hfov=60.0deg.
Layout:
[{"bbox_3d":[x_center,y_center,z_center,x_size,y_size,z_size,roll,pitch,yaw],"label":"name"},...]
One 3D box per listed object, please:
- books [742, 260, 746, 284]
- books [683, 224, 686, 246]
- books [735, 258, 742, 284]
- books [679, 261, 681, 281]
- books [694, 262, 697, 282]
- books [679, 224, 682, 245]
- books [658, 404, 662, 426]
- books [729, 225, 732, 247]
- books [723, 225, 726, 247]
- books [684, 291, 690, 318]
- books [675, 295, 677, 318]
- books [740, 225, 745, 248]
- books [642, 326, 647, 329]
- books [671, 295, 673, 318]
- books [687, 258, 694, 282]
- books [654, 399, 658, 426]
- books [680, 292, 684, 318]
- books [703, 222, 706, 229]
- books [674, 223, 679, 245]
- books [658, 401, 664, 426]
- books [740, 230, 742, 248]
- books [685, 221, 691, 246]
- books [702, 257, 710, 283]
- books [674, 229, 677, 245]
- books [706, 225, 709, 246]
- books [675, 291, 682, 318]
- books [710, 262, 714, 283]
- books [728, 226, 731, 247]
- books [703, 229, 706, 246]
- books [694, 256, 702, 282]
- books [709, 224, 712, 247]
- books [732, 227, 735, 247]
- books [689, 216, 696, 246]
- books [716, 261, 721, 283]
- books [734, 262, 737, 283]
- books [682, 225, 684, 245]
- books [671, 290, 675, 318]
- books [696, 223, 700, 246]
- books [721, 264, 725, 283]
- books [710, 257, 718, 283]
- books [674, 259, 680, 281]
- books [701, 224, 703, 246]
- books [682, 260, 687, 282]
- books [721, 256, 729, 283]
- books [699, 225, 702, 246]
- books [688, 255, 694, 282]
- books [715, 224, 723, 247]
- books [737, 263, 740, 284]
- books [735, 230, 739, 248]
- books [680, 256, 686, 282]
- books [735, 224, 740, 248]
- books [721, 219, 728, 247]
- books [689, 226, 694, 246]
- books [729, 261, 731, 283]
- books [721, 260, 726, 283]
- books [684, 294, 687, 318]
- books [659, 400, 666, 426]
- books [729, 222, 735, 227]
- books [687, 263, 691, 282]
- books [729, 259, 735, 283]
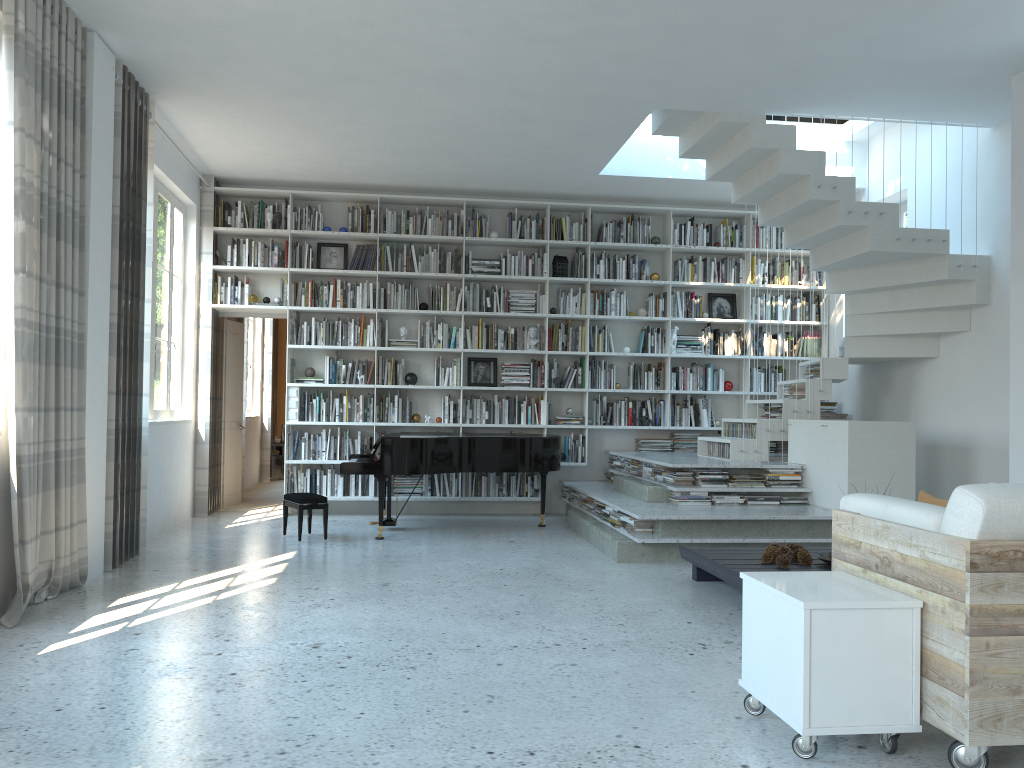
[{"bbox_3d":[2.395,-1.149,9.265,0.031,0.265,0.169,1,-1,-7],"label":"books"},{"bbox_3d":[1.766,-1.520,9.209,0.027,0.249,0.140,1,-1,-7],"label":"books"},{"bbox_3d":[2.366,-1.159,9.264,0.026,0.284,0.147,1,-1,-7],"label":"books"},{"bbox_3d":[1.717,-1.148,9.184,0.013,0.236,0.141,1,-1,-7],"label":"books"},{"bbox_3d":[1.877,-1.139,9.203,0.030,0.224,0.158,1,-1,-7],"label":"books"},{"bbox_3d":[1.719,-1.518,9.177,0.026,0.241,0.184,1,-1,-7],"label":"books"},{"bbox_3d":[1.500,0.320,9.122,0.025,0.228,0.175,1,-1,-7],"label":"books"},{"bbox_3d":[2.260,-1.515,9.265,0.017,0.257,0.146,1,-1,-7],"label":"books"},{"bbox_3d":[2.185,-1.514,9.242,0.016,0.252,0.189,1,-1,-7],"label":"books"},{"bbox_3d":[1.810,-0.805,9.187,0.012,0.287,0.176,1,-1,-7],"label":"books"},{"bbox_3d":[1.675,-0.788,9.171,0.011,0.248,0.155,1,-1,-7],"label":"books"},{"bbox_3d":[2.404,-1.515,9.269,0.026,0.263,0.163,1,-1,-7],"label":"books"},{"bbox_3d":[1.369,-0.446,9.145,0.016,0.290,0.135,1,-1,-7],"label":"books"},{"bbox_3d":[1.637,-0.791,9.189,0.030,0.253,0.128,1,-1,-7],"label":"books"},{"bbox_3d":[1.840,-1.158,9.190,0.026,0.261,0.167,1,-1,-7],"label":"books"},{"bbox_3d":[1.478,0.293,9.150,0.012,0.282,0.143,1,-1,-7],"label":"books"},{"bbox_3d":[1.753,-0.804,9.194,0.012,0.285,0.159,1,-1,-7],"label":"books"},{"bbox_3d":[1.987,-1.531,9.236,0.012,0.279,0.153,1,-1,-7],"label":"books"},{"bbox_3d":[1.693,-1.523,9.179,0.025,0.250,0.178,1,-1,-7],"label":"books"},{"bbox_3d":[1.524,0.306,9.131,0.026,0.258,0.156,1,-1,-7],"label":"books"},{"bbox_3d":[2.372,-1.489,9.287,0.031,0.211,0.131,1,-1,-7],"label":"books"},{"bbox_3d":[1.806,-1.534,9.197,0.048,0.278,0.150,1,-1,-7],"label":"books"},{"bbox_3d":[1.988,-1.159,9.167,0.032,0.265,0.245,1,-1,-7],"label":"books"},{"bbox_3d":[1.670,-1.489,9.164,0.022,0.182,0.190,1,-1,-7],"label":"books"},{"bbox_3d":[2.017,-1.518,9.237,0.012,0.254,0.161,1,-1,-7],"label":"books"},{"bbox_3d":[1.712,-0.807,9.182,0.065,0.289,0.146,1,-1,-7],"label":"books"},{"bbox_3d":[2.049,-1.139,9.203,0.030,0.230,0.187,1,-1,-7],"label":"books"},{"bbox_3d":[2.238,-1.511,9.247,0.031,0.248,0.164,1,-1,-7],"label":"books"},{"bbox_3d":[1.972,-1.493,9.207,0.024,0.202,0.190,1,-1,-7],"label":"books"},{"bbox_3d":[1.930,-1.170,9.203,0.026,0.288,0.156,1,-1,-7],"label":"books"},{"bbox_3d":[2.040,-1.519,9.227,0.030,0.257,0.165,1,-1,-7],"label":"books"},{"bbox_3d":[2.280,-1.504,9.246,0.018,0.235,0.186,1,-1,-7],"label":"books"},{"bbox_3d":[1.868,-1.560,9.196,0.014,0.332,0.180,1,-1,-7],"label":"books"},{"bbox_3d":[2.135,-1.142,9.217,0.014,0.240,0.189,1,-1,-7],"label":"books"},{"bbox_3d":[2.304,-1.139,9.250,0.030,0.241,0.162,1,-1,-7],"label":"books"},{"bbox_3d":[1.743,-1.512,9.188,0.024,0.231,0.168,1,-1,-7],"label":"books"},{"bbox_3d":[1.661,-0.814,9.179,0.015,0.300,0.140,1,-1,-7],"label":"books"},{"bbox_3d":[1.911,-1.524,9.204,0.014,0.262,0.168,1,-1,-7],"label":"books"},{"bbox_3d":[2.169,-1.130,9.229,0.031,0.217,0.165,1,-1,-7],"label":"books"},{"bbox_3d":[2.101,-1.164,9.237,0.048,0.283,0.162,1,-1,-7],"label":"books"},{"bbox_3d":[1.704,-1.157,9.185,0.012,0.254,0.161,1,-1,-7],"label":"books"},{"bbox_3d":[1.949,-1.519,9.218,0.021,0.254,0.151,1,-1,-7],"label":"books"},{"bbox_3d":[1.786,-1.153,9.202,0.026,0.250,0.130,1,-1,-7],"label":"books"},{"bbox_3d":[2.219,-1.168,9.230,0.022,0.294,0.181,1,-1,-7],"label":"books"},{"bbox_3d":[1.928,-1.511,9.207,0.022,0.236,0.172,1,-1,-7],"label":"books"},{"bbox_3d":[1.857,-1.175,9.201,0.011,0.296,0.162,1,-1,-7],"label":"books"},{"bbox_3d":[2.153,-1.517,9.230,0.019,0.256,0.169,1,-1,-7],"label":"books"},{"bbox_3d":[2.342,-1.135,9.264,0.022,0.234,0.158,1,-1,-7],"label":"books"},{"bbox_3d":[2.321,-1.490,9.257,0.029,0.210,0.169,1,-1,-7],"label":"books"},{"bbox_3d":[1.749,-1.170,9.189,0.051,0.282,0.166,1,-1,-7],"label":"books"},{"bbox_3d":[2.346,-1.524,9.278,0.025,0.279,0.136,1,-1,-7],"label":"books"},{"bbox_3d":[2.214,-1.548,9.246,0.007,0.320,0.165,1,-1,-7],"label":"books"},{"bbox_3d":[1.844,-1.510,9.203,0.030,0.231,0.148,1,-1,-7],"label":"books"},{"bbox_3d":[2.247,-1.144,9.244,0.011,0.249,0.152,1,-1,-7],"label":"books"},{"bbox_3d":[2.195,-1.152,9.241,0.023,0.264,0.156,1,-1,-7],"label":"books"},{"bbox_3d":[1.779,-0.796,9.207,0.043,0.269,0.131,1,-1,-7],"label":"books"},{"bbox_3d":[1.550,0.299,9.135,0.025,0.272,0.171,1,-1,-7],"label":"books"},{"bbox_3d":[2.296,-1.535,9.269,0.020,0.299,0.131,1,-1,-7],"label":"books"},{"bbox_3d":[1.814,-1.132,9.182,0.025,0.207,0.175,1,-1,-7],"label":"books"},{"bbox_3d":[2.272,-1.155,9.239,0.036,0.272,0.177,1,-1,-7],"label":"books"}]
